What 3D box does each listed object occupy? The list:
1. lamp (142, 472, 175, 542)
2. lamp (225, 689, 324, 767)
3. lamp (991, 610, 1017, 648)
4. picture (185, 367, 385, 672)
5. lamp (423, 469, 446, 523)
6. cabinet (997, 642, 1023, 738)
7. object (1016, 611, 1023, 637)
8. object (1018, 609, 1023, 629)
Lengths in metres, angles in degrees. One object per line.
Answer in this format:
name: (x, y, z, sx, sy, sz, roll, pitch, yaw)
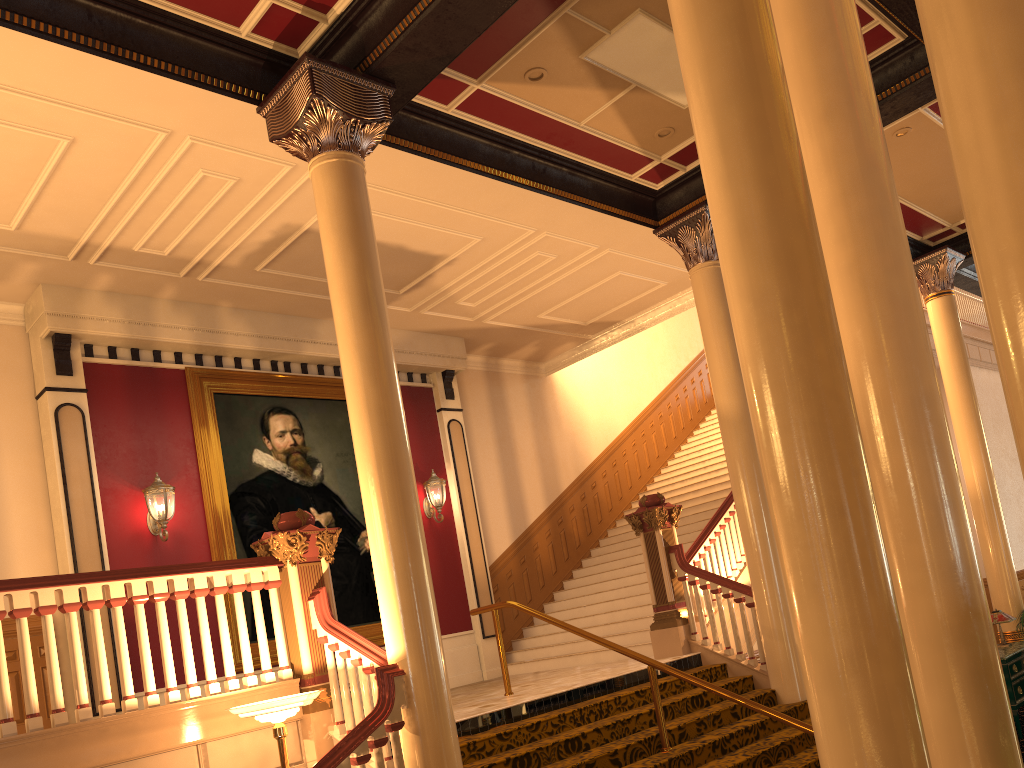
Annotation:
lamp: (-3.664, 1.284, 9.045, 0.328, 0.718, 0.389, -4, -10, -45)
lamp: (-1.279, 2.900, 5.238, 0.572, 1.979, 0.598, -14, -7, 26)
lamp: (5.685, 2.848, 10.122, 0.315, 0.412, 0.330, -18, -12, 40)
picture: (-2.408, 1.542, 10.461, 2.633, 3.392, 0.054, -2, -10, -46)
lamp: (-1.031, 1.506, 11.651, 0.328, 0.718, 0.389, -4, -10, -45)
cabinet: (5.573, 3.436, 9.795, 1.300, 0.850, 0.544, 2, -15, -45)
object: (6.769, 3.130, 10.566, 1.002, 1.411, 1.144, -8, -10, -17)
object: (2.389, 1.463, 2.913, 1.020, 2.115, 1.116, -15, -9, 32)
